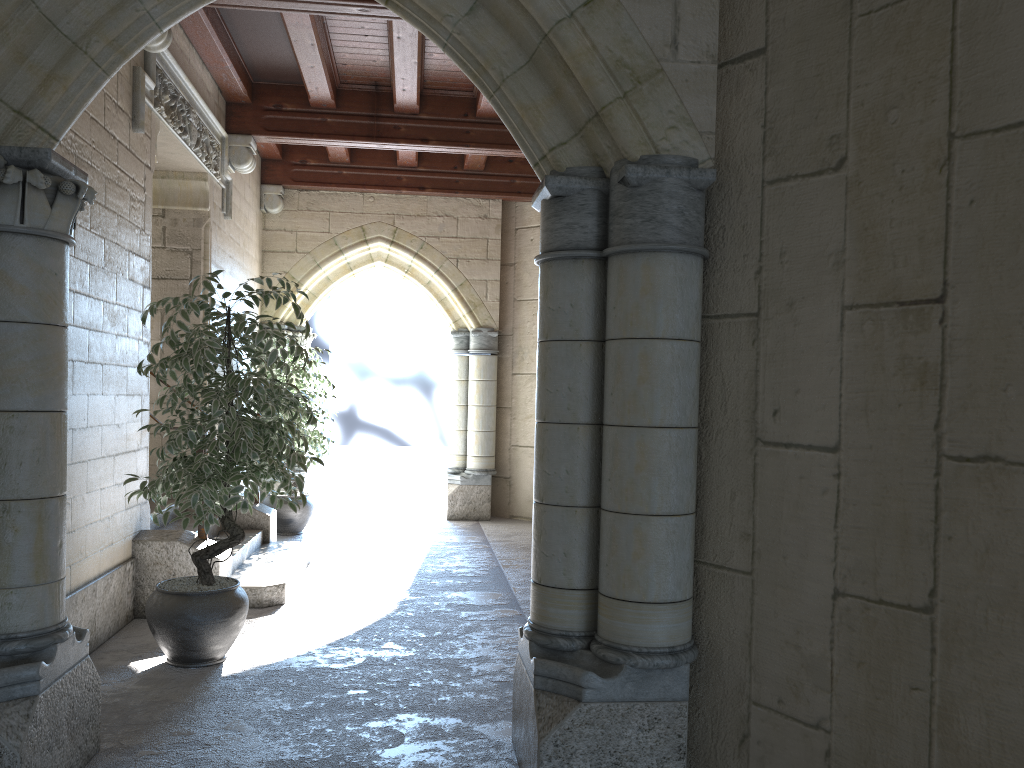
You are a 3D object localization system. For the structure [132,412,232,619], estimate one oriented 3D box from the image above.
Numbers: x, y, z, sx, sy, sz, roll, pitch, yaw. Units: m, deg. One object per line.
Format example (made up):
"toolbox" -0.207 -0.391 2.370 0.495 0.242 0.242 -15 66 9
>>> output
"structure" -1.902 0.520 4.546 0.888 1.263 0.476 1 1 -7

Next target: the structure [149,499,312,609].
"structure" -2.546 0.743 5.180 2.573 0.810 1.460 2 0 -7

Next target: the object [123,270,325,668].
"object" -1.201 0.345 3.729 0.786 1.620 0.751 2 1 25

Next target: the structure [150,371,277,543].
"structure" -2.062 0.540 5.946 0.888 1.263 0.472 1 1 -7

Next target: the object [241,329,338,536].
"object" -1.782 0.388 7.032 0.787 1.620 0.750 1 1 -10
